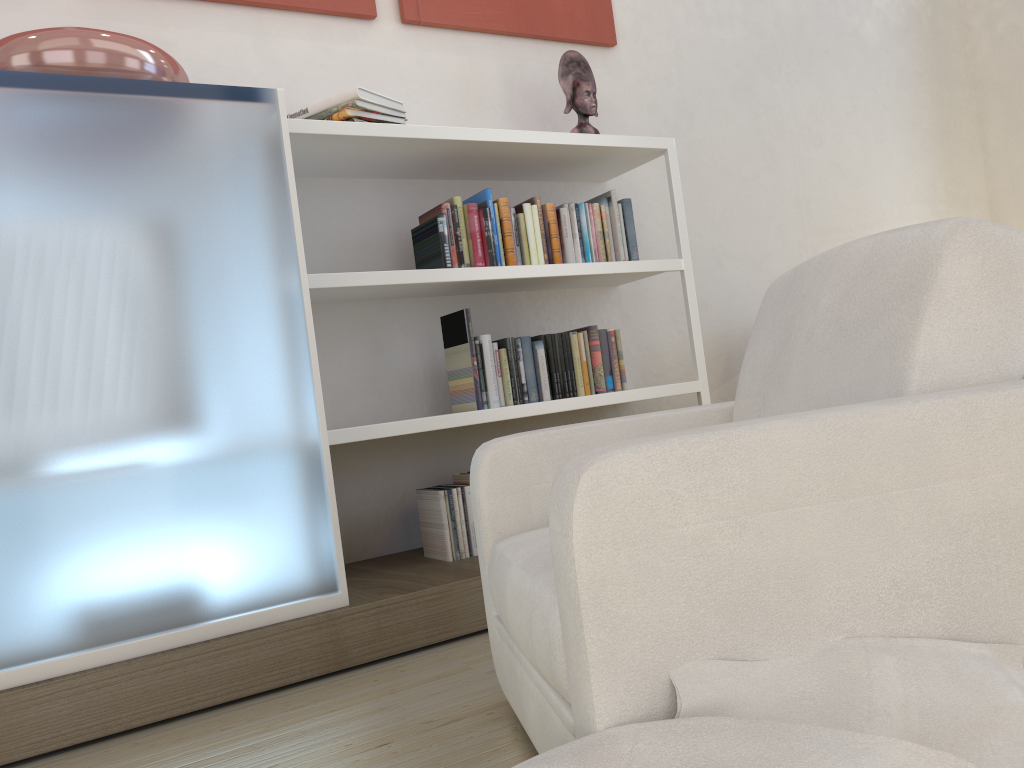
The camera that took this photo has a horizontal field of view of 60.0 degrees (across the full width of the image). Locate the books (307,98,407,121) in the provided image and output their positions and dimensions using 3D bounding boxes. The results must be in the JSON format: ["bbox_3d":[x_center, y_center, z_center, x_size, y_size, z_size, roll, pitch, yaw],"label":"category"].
[{"bbox_3d":[-0.553,-0.869,2.956,0.328,0.027,0.247,-8,-1,35],"label":"books"}]

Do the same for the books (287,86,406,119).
[{"bbox_3d":[-0.557,-0.901,2.957,0.319,0.038,0.247,-8,-1,30],"label":"books"}]

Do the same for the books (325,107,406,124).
[{"bbox_3d":[-0.535,-0.843,2.942,0.287,0.025,0.247,-9,-1,44],"label":"books"}]

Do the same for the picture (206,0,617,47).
[{"bbox_3d":[-0.981,-1.689,3.018,3.227,0.794,0.030,-7,-1,-31],"label":"picture"}]

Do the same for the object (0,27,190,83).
[{"bbox_3d":[-1.175,-0.821,2.455,0.534,0.206,0.546,-8,-1,6],"label":"object"}]

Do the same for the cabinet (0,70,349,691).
[{"bbox_3d":[-1.409,0.012,2.237,1.670,1.396,0.689,-7,-1,-31],"label":"cabinet"}]

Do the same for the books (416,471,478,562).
[{"bbox_3d":[0.221,0.378,3.167,1.125,0.281,0.274,-7,-1,-24],"label":"books"}]

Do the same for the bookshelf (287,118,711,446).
[{"bbox_3d":[-0.086,-0.145,3.160,1.599,1.396,0.465,-7,-1,-31],"label":"bookshelf"}]

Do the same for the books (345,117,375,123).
[{"bbox_3d":[-0.551,-0.820,2.958,0.287,0.018,0.247,-8,-1,33],"label":"books"}]

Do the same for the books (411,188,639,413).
[{"bbox_3d":[0.095,-0.311,3.180,0.831,0.743,0.215,-7,-1,-31],"label":"books"}]

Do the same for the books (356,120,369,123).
[{"bbox_3d":[-0.544,-0.803,2.955,0.328,0.018,0.247,-8,-1,35],"label":"books"}]

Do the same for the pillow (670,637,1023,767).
[{"bbox_3d":[0.412,0.469,1.003,0.615,0.315,0.312,-7,-1,-4],"label":"pillow"}]

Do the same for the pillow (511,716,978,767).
[{"bbox_3d":[0.138,0.538,0.926,0.712,0.287,0.299,-8,-1,22],"label":"pillow"}]

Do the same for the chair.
[{"bbox_3d":[0.433,0.175,1.612,0.941,0.828,0.919,-7,-1,-11],"label":"chair"}]

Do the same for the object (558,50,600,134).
[{"bbox_3d":[0.268,-1.098,3.441,0.133,0.409,0.138,-8,-1,16],"label":"object"}]
